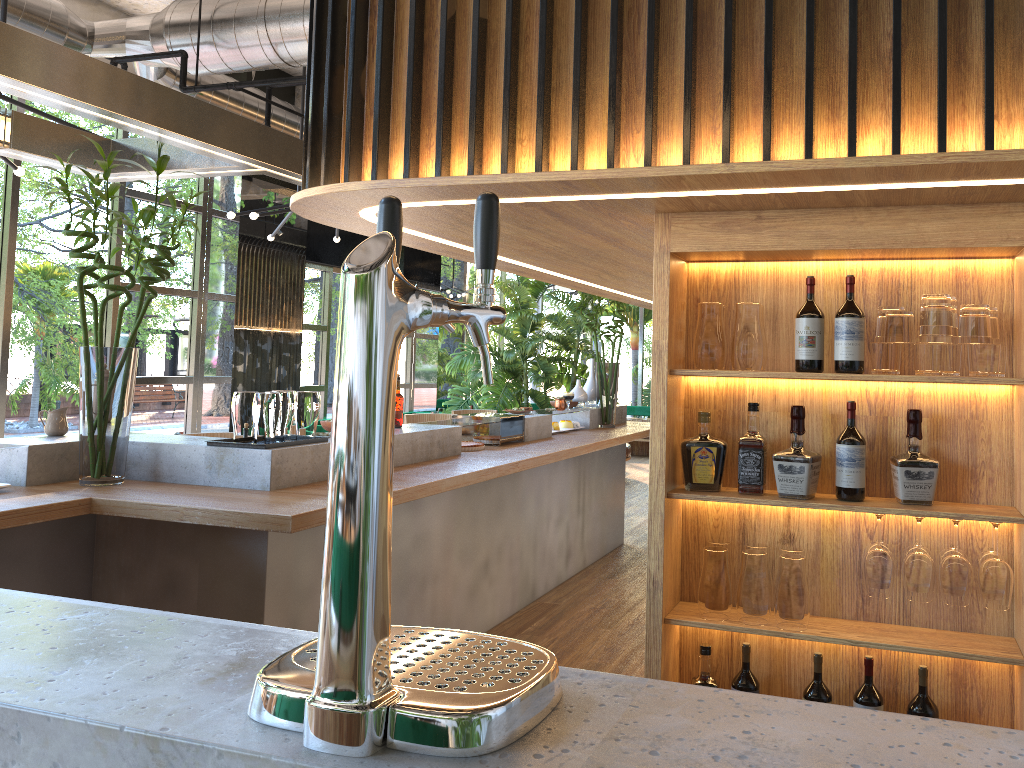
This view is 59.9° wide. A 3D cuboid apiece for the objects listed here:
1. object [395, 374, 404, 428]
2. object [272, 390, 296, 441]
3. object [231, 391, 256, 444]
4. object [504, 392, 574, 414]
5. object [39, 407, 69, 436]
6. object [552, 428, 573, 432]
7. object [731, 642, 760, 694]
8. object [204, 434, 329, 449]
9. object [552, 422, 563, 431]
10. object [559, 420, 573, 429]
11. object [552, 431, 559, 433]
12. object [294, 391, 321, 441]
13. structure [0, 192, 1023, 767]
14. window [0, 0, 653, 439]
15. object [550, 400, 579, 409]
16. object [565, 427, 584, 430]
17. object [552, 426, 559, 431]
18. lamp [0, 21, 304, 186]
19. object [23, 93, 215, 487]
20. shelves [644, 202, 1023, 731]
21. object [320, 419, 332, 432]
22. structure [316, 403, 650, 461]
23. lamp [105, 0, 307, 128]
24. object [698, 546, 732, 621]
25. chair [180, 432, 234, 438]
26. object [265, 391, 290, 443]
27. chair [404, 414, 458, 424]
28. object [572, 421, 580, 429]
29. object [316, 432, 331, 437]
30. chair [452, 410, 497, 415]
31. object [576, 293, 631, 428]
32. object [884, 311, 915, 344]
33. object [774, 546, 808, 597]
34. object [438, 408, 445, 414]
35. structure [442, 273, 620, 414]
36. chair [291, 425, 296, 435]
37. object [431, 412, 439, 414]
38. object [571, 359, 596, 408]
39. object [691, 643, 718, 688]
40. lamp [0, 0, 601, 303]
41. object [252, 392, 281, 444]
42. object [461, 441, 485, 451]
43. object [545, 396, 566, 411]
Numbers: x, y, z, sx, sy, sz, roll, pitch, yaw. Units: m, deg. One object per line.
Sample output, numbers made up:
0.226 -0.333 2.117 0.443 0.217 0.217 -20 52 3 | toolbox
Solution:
-0.595 0.086 4.563 0.078 0.277 0.071 4 -4 -33 | object
-0.957 0.132 3.701 0.109 0.210 0.101 3 -3 -24 | object
-1.047 0.135 3.483 0.109 0.210 0.101 3 -3 -24 | object
0.188 0.132 6.332 0.203 0.135 0.831 1 1 29 | object
-1.887 0.154 3.673 0.096 0.120 0.090 1 -2 30 | object
0.295 0.338 6.489 0.237 0.017 0.251 2 1 22 | object
0.721 0.953 2.743 0.089 0.300 0.083 3 -3 -20 | object
-0.974 0.230 3.574 0.265 0.019 0.450 2 1 22 | object
0.297 0.311 6.503 0.131 0.068 0.137 2 0 24 | object
0.404 0.308 6.724 0.132 0.068 0.137 2 0 21 | object
0.178 0.341 6.241 0.237 0.017 0.251 2 1 20 | object
-0.848 0.135 3.671 0.109 0.210 0.101 3 -3 -24 | object
0.899 0.608 4.109 5.674 1.733 7.327 2 1 21 | structure
-1.896 -1.898 6.192 4.021 6.507 20.933 1 1 23 | window
0.417 0.154 6.930 0.185 0.073 0.235 2 1 41 | object
0.403 0.335 6.734 0.237 0.017 0.250 2 1 20 | object
0.256 0.316 6.433 0.171 0.058 0.086 2 0 17 | object
0.684 -1.925 4.518 4.859 2.137 6.896 2 1 16 | lamp
-1.498 -0.396 3.416 0.649 1.554 0.604 0 -3 26 | object
0.983 0.483 2.686 1.079 2.062 0.287 1 -3 19 | shelves
-0.765 0.192 4.154 0.185 0.073 0.235 2 1 41 | object
-0.946 0.616 5.703 5.856 1.551 20.681 2 1 23 | structure
0.237 -2.386 10.421 3.683 1.534 10.305 2 1 20 | lamp
0.626 0.612 2.735 0.110 0.210 0.100 3 -3 -34 | object
-1.536 0.765 4.744 0.565 0.972 0.527 2 -2 -22 | chair
-0.948 0.136 3.567 0.110 0.210 0.100 3 -3 -34 | object
-0.594 0.734 6.959 0.552 0.972 0.541 2 -2 -4 | chair
0.462 0.312 6.792 0.138 0.057 0.069 2 0 39 | object
-0.793 0.180 3.939 0.159 0.107 0.087 2 -1 -24 | object
-0.266 0.724 7.726 0.525 0.972 0.568 0 -3 31 | chair
0.739 -0.430 7.102 0.608 1.554 0.644 3 -3 -30 | object
-0.182 0.046 0.951 0.101 0.503 4.331 -1 0 38 | object
0.869 0.617 2.760 0.110 0.210 0.100 3 -3 -34 | object
-0.827 0.404 10.357 0.092 0.246 0.093 1 -3 4 | object
0.372 -0.408 12.611 2.409 3.446 2.688 1 -2 6 | structure
-1.213 0.755 5.470 0.563 0.972 0.529 2 -2 -19 | chair
-0.888 0.425 10.194 0.110 0.210 0.100 3 -3 -34 | object
0.580 -0.008 7.148 0.326 0.398 0.309 2 -2 -20 | object
0.600 0.957 2.769 0.083 0.283 0.083 1 -3 6 | object
-0.579 -2.139 6.023 4.940 1.826 19.436 2 1 23 | lamp
-0.952 0.139 3.438 0.109 0.210 0.101 3 -3 -24 | object
-0.304 0.352 5.062 0.313 0.037 0.285 0 2 -40 | object
0.323 0.144 6.562 0.159 0.107 0.087 2 -1 -24 | object
